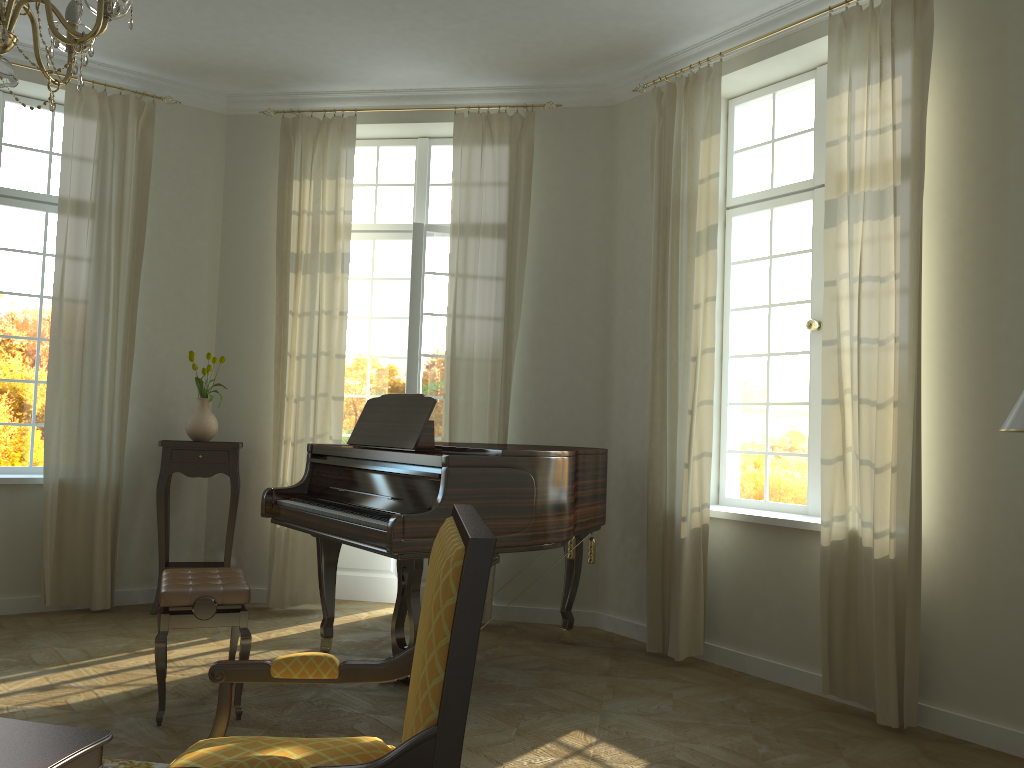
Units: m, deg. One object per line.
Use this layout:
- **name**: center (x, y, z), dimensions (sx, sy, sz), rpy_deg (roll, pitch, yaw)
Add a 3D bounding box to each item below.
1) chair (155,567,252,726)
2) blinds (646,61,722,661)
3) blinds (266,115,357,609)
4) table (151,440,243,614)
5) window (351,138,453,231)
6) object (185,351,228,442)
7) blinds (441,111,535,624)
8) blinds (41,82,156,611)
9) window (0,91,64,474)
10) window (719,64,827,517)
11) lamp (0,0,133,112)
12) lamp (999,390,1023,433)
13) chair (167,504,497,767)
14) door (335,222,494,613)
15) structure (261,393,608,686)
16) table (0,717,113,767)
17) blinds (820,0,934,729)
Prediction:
- **chair**: center (-1.397, 1.150, 3.987), dimensions (0.385, 0.563, 0.638), rpy_deg (3, -3, -21)
- **blinds**: center (0.944, -0.141, 5.134), dimensions (0.162, 3.384, 0.554), rpy_deg (4, -3, -30)
- **blinds**: center (-1.400, -0.171, 6.102), dimensions (0.552, 3.386, 0.159), rpy_deg (2, -3, 6)
- **table**: center (-2.114, 0.946, 5.968), dimensions (0.522, 1.114, 0.344), rpy_deg (3, -3, -16)
- **window**: center (-0.660, -1.467, 6.524), dimensions (1.380, 0.680, 0.055), rpy_deg (2, -3, 9)
- **object**: center (-2.086, 0.086, 6.010), dimensions (0.242, 0.609, 0.264), rpy_deg (0, -4, 34)
- **blinds**: center (-0.182, -0.144, 5.851), dimensions (0.554, 3.386, 0.162), rpy_deg (2, -3, 4)
- **blinds**: center (-2.712, -0.238, 5.780), dimensions (0.552, 3.381, 0.159), rpy_deg (4, -4, -33)
- **window**: center (-3.457, -0.679, 5.795), dimensions (1.400, 2.550, 0.181), rpy_deg (4, -4, -36)
- **window**: center (1.711, -0.535, 4.944), dimensions (0.181, 2.550, 1.400), rpy_deg (4, -4, -36)
- **lamp**: center (-1.343, -1.523, 2.363), dimensions (0.661, 1.466, 0.662), rpy_deg (3, -3, -21)
- **lamp**: center (1.673, 0.697, 2.658), dimensions (0.380, 1.552, 0.380), rpy_deg (2, -3, 4)
- **chair**: center (-0.413, 0.806, 1.783), dimensions (0.671, 1.083, 0.730), rpy_deg (2, -3, -6)
- **door**: center (-0.750, 0.225, 6.253), dimensions (1.385, 2.690, 0.425), rpy_deg (2, -3, 10)
- **structure**: center (-0.177, 0.794, 4.740), dimensions (1.856, 1.439, 1.514), rpy_deg (4, -4, -36)
- **table**: center (-1.495, 1.069, 1.823), dimensions (0.922, 0.494, 0.932), rpy_deg (2, -3, 11)
- **blinds**: center (1.711, -0.162, 4.154), dimensions (0.159, 3.381, 0.552), rpy_deg (4, -4, -33)
